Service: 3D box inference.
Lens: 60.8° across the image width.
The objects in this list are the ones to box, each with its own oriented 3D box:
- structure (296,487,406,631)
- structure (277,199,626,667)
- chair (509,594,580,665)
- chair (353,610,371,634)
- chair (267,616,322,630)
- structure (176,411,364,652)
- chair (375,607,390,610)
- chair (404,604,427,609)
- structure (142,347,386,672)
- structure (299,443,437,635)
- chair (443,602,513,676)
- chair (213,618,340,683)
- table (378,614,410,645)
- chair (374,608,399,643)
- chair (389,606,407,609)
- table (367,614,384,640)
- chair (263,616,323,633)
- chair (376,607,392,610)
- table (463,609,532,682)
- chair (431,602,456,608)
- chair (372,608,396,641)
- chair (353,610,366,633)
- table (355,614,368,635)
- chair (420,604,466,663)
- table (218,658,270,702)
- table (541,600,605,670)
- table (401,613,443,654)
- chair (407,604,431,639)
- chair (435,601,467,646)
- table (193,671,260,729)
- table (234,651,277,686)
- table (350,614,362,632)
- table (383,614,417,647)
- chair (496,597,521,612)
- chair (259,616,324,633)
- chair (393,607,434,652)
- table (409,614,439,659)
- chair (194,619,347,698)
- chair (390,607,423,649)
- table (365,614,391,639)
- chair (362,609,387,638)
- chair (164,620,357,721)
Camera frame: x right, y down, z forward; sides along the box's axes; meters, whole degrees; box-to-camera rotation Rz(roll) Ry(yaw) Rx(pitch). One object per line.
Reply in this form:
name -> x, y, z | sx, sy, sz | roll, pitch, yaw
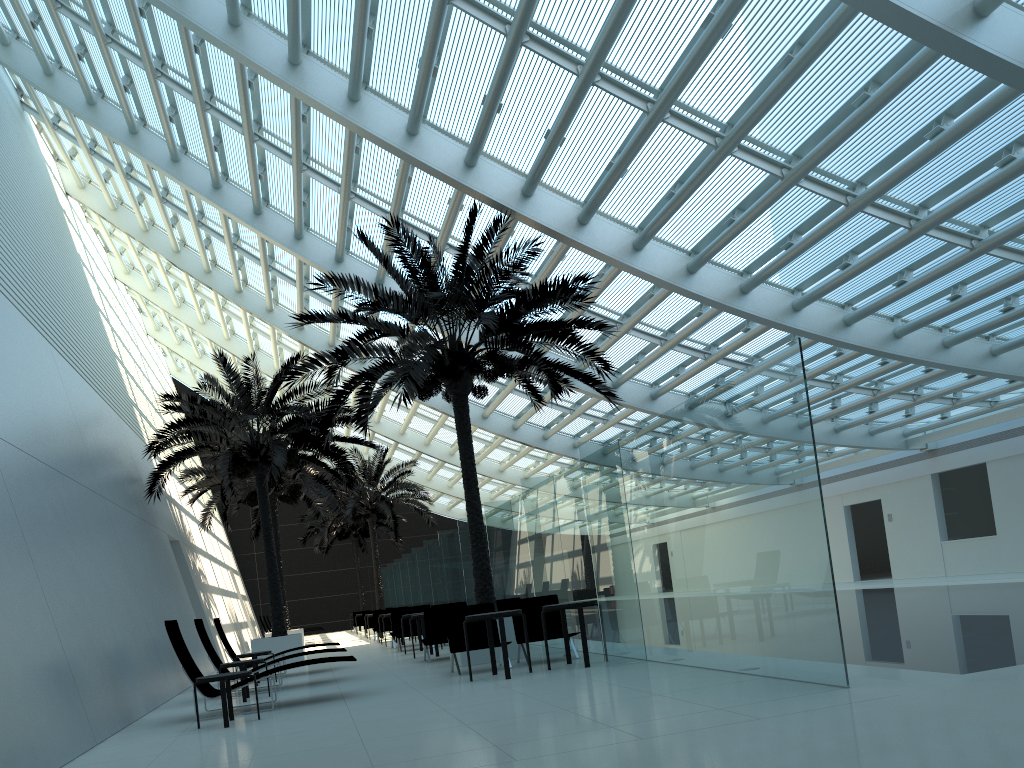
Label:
structure -> -6.979, 7.799, 40.027 | 4.436, 6.868, 4.934 | -3, -8, -35
structure -> -0.738, 0.761, 13.332 | 4.832, 6.869, 4.528 | -8, -6, 4
chair -> 0.454, 3.321, 11.836 | 0.713, 0.868, 0.912 | -5, -8, -14
chair -> -5.986, 9.607, 35.227 | 0.713, 0.868, 0.912 | -5, -8, -14
chair -> -8.532, 9.563, 34.309 | 2.028, 1.132, 0.947 | -4, -7, -14
structure -> -6.669, 4.059, 24.001 | 4.332, 6.745, 4.684 | -9, -7, 19
chair -> -5.460, 9.985, 37.110 | 0.713, 0.868, 0.912 | -5, -8, -14
chair -> -2.873, 7.076, 26.082 | 0.713, 0.868, 0.912 | -5, -8, -14
structure -> -5.090, 2.528, 18.178 | 4.621, 6.686, 4.389 | -3, -7, -35
structure -> -5.135, 5.700, 32.055 | 4.798, 6.869, 4.561 | -5, -6, -21
chair -> -0.447, 3.380, 11.616 | 0.713, 0.868, 0.912 | -5, -8, -14
chair -> -4.076, 4.554, 15.315 | 2.028, 1.132, 0.947 | -4, -7, -14
table -> -3.099, 6.418, 22.921 | 0.688, 0.764, 0.686 | -10, -8, 24
chair -> -3.399, 6.699, 24.200 | 0.713, 0.868, 0.912 | -5, -8, -14
chair -> -3.779, 8.079, 29.879 | 0.713, 0.868, 0.912 | -5, -8, -14
table -> -4.067, 7.496, 27.004 | 0.690, 0.764, 0.684 | -11, -8, 28
chair -> -7.923, 8.879, 31.715 | 2.028, 1.132, 0.947 | -4, -7, -14
chair -> -5.085, 9.548, 35.446 | 0.713, 0.868, 0.912 | -5, -8, -14
table -> -0.177, 3.132, 10.461 | 0.692, 0.764, 0.683 | -12, -9, 33
chair -> -1.579, 5.621, 20.563 | 0.713, 0.868, 0.912 | -5, -8, -14
chair -> -3.774, 7.136, 25.863 | 0.713, 0.868, 0.912 | -5, -8, -14
chair -> -6.361, 10.044, 36.890 | 0.713, 0.868, 0.912 | -5, -8, -14
table -> -5.686, 9.326, 33.948 | 0.688, 0.764, 0.686 | -10, -8, 24
chair -> -1.150, 4.185, 14.677 | 0.713, 0.868, 0.912 | -5, -8, -14
table -> -3.549, 3.933, 11.556 | 0.562, 0.505, 0.558 | -12, -10, 28
table -> 0.760, 3.070, 10.689 | 0.692, 0.764, 0.683 | -12, -9, 33
table -> -1.805, 4.962, 17.402 | 0.688, 0.764, 0.686 | -10, -8, 24
chair -> -2.498, 6.639, 24.419 | 0.713, 0.868, 0.912 | -5, -8, -14
chair -> -1.200, 5.181, 18.887 | 0.713, 0.868, 0.912 | -5, -8, -14
table -> -2.959, 3.270, 9.040 | 0.562, 0.505, 0.558 | -12, -10, 28
table -> -4.139, 4.597, 14.072 | 0.562, 0.505, 0.558 | -12, -10, 28
table -> -6.654, 10.404, 38.031 | 0.692, 0.764, 0.683 | -12, -9, 33
table -> -2.772, 6.040, 21.485 | 0.690, 0.764, 0.684 | -11, -8, 28
chair -> -0.249, 4.126, 14.896 | 0.713, 0.868, 0.912 | -5, -8, -14
chair -> -7.333, 8.216, 29.199 | 2.028, 1.132, 0.947 | -4, -7, -14
chair -> -2.101, 5.240, 18.668 | 0.713, 0.868, 0.912 | -5, -8, -14
table -> -1.443, 4.546, 15.818 | 0.690, 0.764, 0.684 | -11, -8, 28
chair -> -3.486, 3.891, 12.799 | 2.028, 1.132, 0.947 | -4, -7, -14
chair -> -2.479, 5.680, 20.344 | 0.713, 0.868, 0.912 | -5, -8, -14
table -> -4.386, 7.865, 28.406 | 0.688, 0.764, 0.686 | -10, -8, 24
chair -> -4.680, 8.139, 29.660 | 0.713, 0.868, 0.912 | -5, -8, -14
chair -> -2.896, 3.227, 10.284 | 2.028, 1.132, 0.947 | -4, -7, -14
